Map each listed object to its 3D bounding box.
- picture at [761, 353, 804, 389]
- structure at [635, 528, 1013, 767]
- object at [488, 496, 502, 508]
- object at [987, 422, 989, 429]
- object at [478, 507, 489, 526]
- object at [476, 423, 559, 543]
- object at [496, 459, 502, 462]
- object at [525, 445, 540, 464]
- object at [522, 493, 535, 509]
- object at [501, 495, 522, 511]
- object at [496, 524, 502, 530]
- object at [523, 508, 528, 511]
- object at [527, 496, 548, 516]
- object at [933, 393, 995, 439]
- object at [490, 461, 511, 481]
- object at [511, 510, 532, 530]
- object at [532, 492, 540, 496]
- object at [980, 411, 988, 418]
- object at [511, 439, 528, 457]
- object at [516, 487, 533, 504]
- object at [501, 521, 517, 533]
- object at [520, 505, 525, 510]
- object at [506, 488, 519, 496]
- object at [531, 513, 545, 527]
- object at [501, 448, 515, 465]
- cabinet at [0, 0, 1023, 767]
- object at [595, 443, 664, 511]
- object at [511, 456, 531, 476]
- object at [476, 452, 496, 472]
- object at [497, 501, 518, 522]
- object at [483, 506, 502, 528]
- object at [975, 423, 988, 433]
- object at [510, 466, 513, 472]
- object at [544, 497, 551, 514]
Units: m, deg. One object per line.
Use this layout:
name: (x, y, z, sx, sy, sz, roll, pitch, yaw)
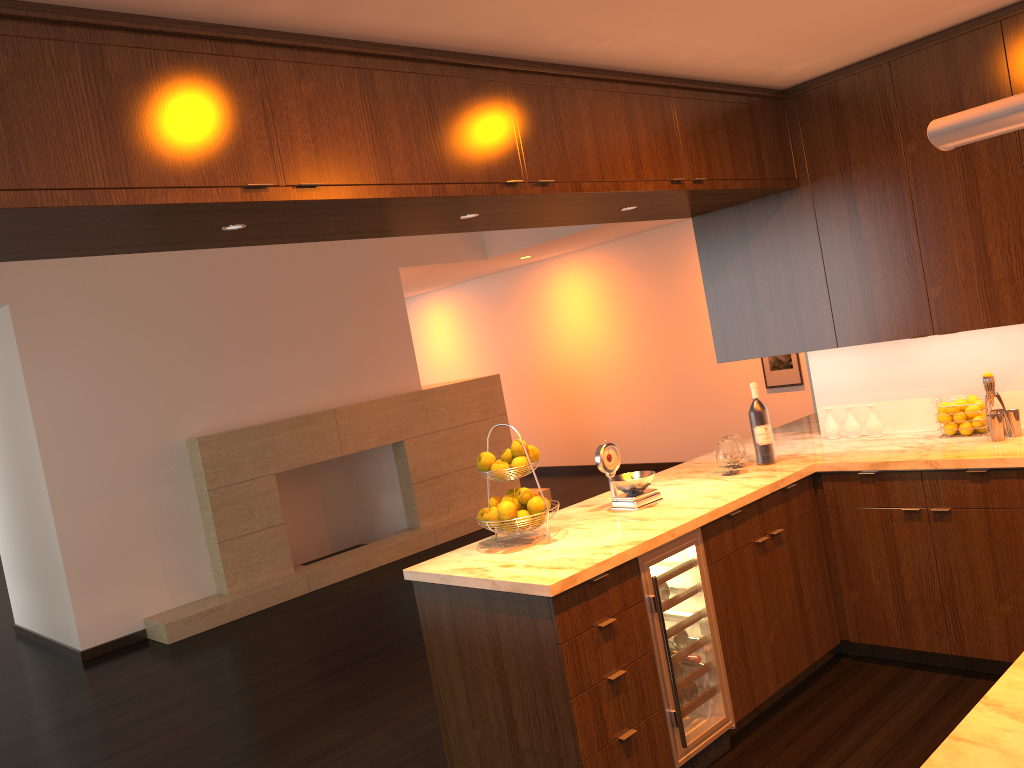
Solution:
picture: (2.527, -0.562, 8.555, 0.012, 1.200, 0.398, -13, 3, -43)
structure: (2.090, 0.726, 3.105, 3.060, 0.862, 3.400, -13, 3, -43)
object: (-0.058, 0.462, 3.381, 0.067, 0.071, 0.069, -11, 3, -7)
object: (2.089, 0.170, 3.890, 0.053, 0.052, 0.062, -9, 3, 30)
object: (-0.096, 0.508, 3.394, 0.068, 0.069, 0.065, -9, 3, 24)
object: (0.001, 0.377, 3.387, 0.324, 0.461, 0.324, -10, 2, 7)
object: (-0.044, 0.326, 3.427, 0.070, 0.068, 0.062, -10, 3, 7)
object: (0.071, 0.270, 3.389, 0.071, 0.074, 0.070, -12, 3, -21)
object: (0.071, 0.449, 3.397, 0.070, 0.072, 0.071, -10, 3, 11)
object: (-0.003, 0.453, 3.329, 0.077, 0.075, 0.077, -10, 3, 21)
object: (-0.038, 0.536, 3.405, 0.056, 0.053, 0.057, -10, 3, 8)
object: (0.056, 0.502, 3.475, 0.071, 0.066, 0.072, -9, 3, 26)
object: (0.094, 0.453, 3.296, 0.077, 0.074, 0.078, -12, 3, -27)
object: (1.987, 0.130, 3.890, 0.207, 0.175, 0.189, -8, 4, 45)
object: (-0.042, 0.330, 3.355, 0.078, 0.072, 0.077, -10, 3, 13)
object: (0.036, 0.505, 3.294, 0.078, 0.076, 0.078, -9, 3, 35)
object: (0.087, 0.455, 3.493, 0.055, 0.057, 0.056, -10, 2, 3)
object: (2.042, 0.145, 3.848, 0.061, 0.055, 0.051, -12, 3, -30)
object: (0.027, 0.243, 3.353, 0.068, 0.072, 0.071, -10, 2, 4)
object: (0.046, 0.419, 3.320, 0.060, 0.063, 0.062, -12, 3, -35)
object: (-0.010, 0.528, 3.347, 0.063, 0.069, 0.070, -10, 3, 10)
object: (0.019, 0.462, 3.448, 0.072, 0.068, 0.071, -12, 3, -35)
object: (0.010, 0.424, 3.390, 0.063, 0.059, 0.061, -11, 3, -9)
object: (0.086, 0.505, 3.359, 0.078, 0.075, 0.078, -9, 3, 26)
object: (-0.013, 0.278, 3.395, 0.061, 0.063, 0.062, -11, 3, -18)
cabinet: (1.645, -0.208, 1.515, 7.728, 2.997, 5.521, -13, 3, -43)
object: (0.483, 0.373, 3.688, 0.191, 0.266, 0.231, -13, 3, -40)
object: (0.035, 0.307, 3.340, 0.078, 0.077, 0.077, -12, 3, -26)
object: (-0.098, 0.298, 3.392, 0.075, 0.079, 0.077, -12, 3, -33)
object: (-0.016, 0.468, 3.263, 0.068, 0.077, 0.079, -9, 3, 23)
object: (-0.070, 0.497, 3.317, 0.077, 0.077, 0.077, -12, 3, -31)
object: (2.027, 0.184, 3.831, 0.051, 0.053, 0.063, -11, 2, -2)
object: (0.028, 0.313, 3.417, 0.071, 0.072, 0.071, -11, 3, -11)
object: (0.113, 0.473, 3.444, 0.073, 0.072, 0.071, -11, 2, 1)
